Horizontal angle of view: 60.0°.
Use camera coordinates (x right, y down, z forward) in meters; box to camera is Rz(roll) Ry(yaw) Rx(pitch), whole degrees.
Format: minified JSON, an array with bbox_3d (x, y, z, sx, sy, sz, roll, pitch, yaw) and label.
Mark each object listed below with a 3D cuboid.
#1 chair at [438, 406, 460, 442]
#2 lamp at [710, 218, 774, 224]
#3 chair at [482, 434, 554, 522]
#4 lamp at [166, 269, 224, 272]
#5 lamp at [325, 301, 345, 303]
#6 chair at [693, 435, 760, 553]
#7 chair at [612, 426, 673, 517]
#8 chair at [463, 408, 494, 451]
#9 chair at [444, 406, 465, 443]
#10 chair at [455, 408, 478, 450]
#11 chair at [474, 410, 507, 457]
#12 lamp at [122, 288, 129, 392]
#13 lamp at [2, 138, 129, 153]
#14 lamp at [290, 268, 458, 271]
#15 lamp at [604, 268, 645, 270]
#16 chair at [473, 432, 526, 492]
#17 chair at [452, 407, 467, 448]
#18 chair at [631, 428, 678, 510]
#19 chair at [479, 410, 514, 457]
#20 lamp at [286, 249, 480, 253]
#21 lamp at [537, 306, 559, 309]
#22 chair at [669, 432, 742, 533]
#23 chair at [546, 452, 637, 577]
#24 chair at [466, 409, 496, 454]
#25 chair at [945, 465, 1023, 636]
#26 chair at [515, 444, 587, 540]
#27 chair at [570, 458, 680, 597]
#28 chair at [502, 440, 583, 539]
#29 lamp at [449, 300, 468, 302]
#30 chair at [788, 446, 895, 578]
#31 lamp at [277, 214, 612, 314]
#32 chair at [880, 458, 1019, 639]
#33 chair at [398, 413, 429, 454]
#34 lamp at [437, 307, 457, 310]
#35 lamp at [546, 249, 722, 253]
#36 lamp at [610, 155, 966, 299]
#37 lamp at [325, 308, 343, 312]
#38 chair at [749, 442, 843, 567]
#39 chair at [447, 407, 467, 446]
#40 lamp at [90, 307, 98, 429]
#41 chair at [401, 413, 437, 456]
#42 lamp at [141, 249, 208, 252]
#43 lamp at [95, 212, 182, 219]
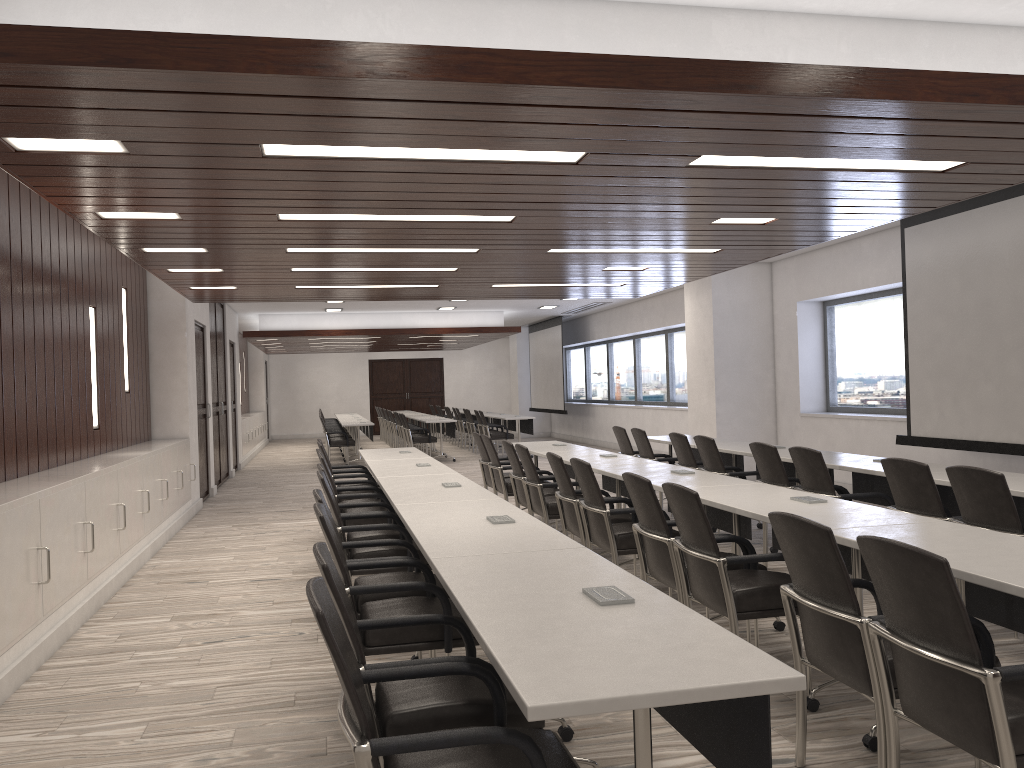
[{"bbox_3d":[-1.589,1.020,23.039,0.638,0.939,0.513,-2,0,-13],"label":"chair"},{"bbox_3d":[1.594,-1.150,6.118,0.421,0.046,0.236,-2,0,-12],"label":"lamp"},{"bbox_3d":[0.052,0.933,8.392,0.638,0.939,0.513,-2,0,-13],"label":"chair"},{"bbox_3d":[-2.736,-1.007,7.658,0.464,0.045,0.236,-2,0,-12],"label":"lamp"},{"bbox_3d":[-2.992,-1.460,15.009,0.324,0.120,0.519,-2,0,-12],"label":"lamp"},{"bbox_3d":[1.844,0.873,7.226,0.638,0.939,0.513,-2,0,-12],"label":"chair"},{"bbox_3d":[1.397,0.892,9.217,0.638,0.939,0.513,-2,0,-12],"label":"chair"},{"bbox_3d":[-0.721,0.983,19.099,0.638,0.939,0.513,-2,0,-13],"label":"chair"},{"bbox_3d":[-1.361,1.010,22.067,0.638,0.939,0.513,-2,0,-13],"label":"chair"},{"bbox_3d":[-0.946,0.992,20.064,0.638,0.939,0.513,-2,0,-12],"label":"chair"},{"bbox_3d":[-0.415,0.969,17.606,0.638,0.939,0.513,-2,0,-13],"label":"chair"},{"bbox_3d":[-3.975,-0.444,8.990,0.094,1.058,0.236,-2,0,-12],"label":"lamp"},{"bbox_3d":[-1.900,-1.043,3.787,0.464,0.045,0.236,-2,0,-12],"label":"lamp"},{"bbox_3d":[-1.226,-1.055,7.984,1.496,0.045,0.236,-2,0,-12],"label":"lamp"},{"bbox_3d":[1.083,-1.128,8.484,0.421,0.046,0.236,-2,0,-12],"label":"lamp"},{"bbox_3d":[-0.057,0.938,8.908,0.638,0.939,0.513,-2,0,-13],"label":"chair"},{"bbox_3d":[-1.055,0.997,20.577,0.638,0.939,0.513,-2,0,-11],"label":"chair"},{"bbox_3d":[1.523,0.887,8.711,0.638,0.939,0.513,-2,0,-12],"label":"chair"},{"bbox_3d":[-0.305,0.965,17.094,0.638,0.939,0.513,-2,0,-11],"label":"chair"},{"bbox_3d":[-0.994,-1.065,6.909,1.496,0.045,0.236,-2,0,-12],"label":"lamp"},{"bbox_3d":[0.720,-1.573,17.563,0.324,0.120,0.519,-2,0,-12],"label":"lamp"},{"bbox_3d":[1.729,0.878,7.736,0.638,0.939,0.513,-2,0,-12],"label":"chair"},{"bbox_3d":[0.573,0.911,5.934,0.638,0.939,0.513,-2,0,-12],"label":"chair"},{"bbox_3d":[-0.628,0.978,18.585,0.638,0.939,0.513,-2,0,-12],"label":"chair"},{"bbox_3d":[2.473,0.846,4.244,0.638,0.939,0.513,-2,0,-12],"label":"chair"},{"bbox_3d":[0.366,0.920,6.898,0.638,0.939,0.513,-2,0,-13],"label":"chair"},{"bbox_3d":[0.704,0.906,5.419,0.638,0.939,0.513,-2,0,-13],"label":"chair"},{"bbox_3d":[0.257,0.924,7.410,0.638,0.939,0.513,-2,0,-12],"label":"chair"},{"bbox_3d":[-0.903,-1.526,15.461,0.324,0.120,0.519,-2,0,-12],"label":"lamp"},{"bbox_3d":[2.165,0.859,5.734,0.638,0.939,0.513,-2,0,-12],"label":"chair"},{"bbox_3d":[0.510,-1.354,12.257,1.469,0.552,14.295,-2,0,11],"label":"lamp"},{"bbox_3d":[2.367,0.851,4.758,0.638,0.939,0.513,-2,0,-13],"label":"chair"},{"bbox_3d":[-1.880,1.016,17.295,0.638,0.939,0.513,-2,0,-13],"label":"chair"},{"bbox_3d":[-1.264,-1.510,17.133,0.324,0.120,0.519,-2,0,-12],"label":"lamp"},{"bbox_3d":[1.020,-1.128,7.345,1.496,0.045,0.236,-2,0,-12],"label":"lamp"},{"bbox_3d":[2.046,-1.408,10.208,1.499,0.552,12.001,-2,0,4],"label":"lamp"},{"bbox_3d":[-3.353,-1.444,16.682,0.324,0.120,0.519,-2,0,-12],"label":"lamp"},{"bbox_3d":[2.041,0.865,6.245,0.638,0.939,0.513,-2,0,-12],"label":"chair"},{"bbox_3d":[-1.256,1.005,21.551,0.638,0.939,0.513,-2,0,-12],"label":"chair"},{"bbox_3d":[-3.686,-0.138,7.700,0.094,1.058,0.236,-2,0,-12],"label":"lamp"},{"bbox_3d":[-1.756,1.010,16.777,0.638,0.939,0.513,-2,0,-12],"label":"chair"},{"bbox_3d":[-2.504,-1.017,6.583,0.464,0.045,0.236,-2,0,-12],"label":"lamp"},{"bbox_3d":[-2.225,-1.029,5.292,0.464,0.045,0.236,-2,0,-12],"label":"lamp"}]
